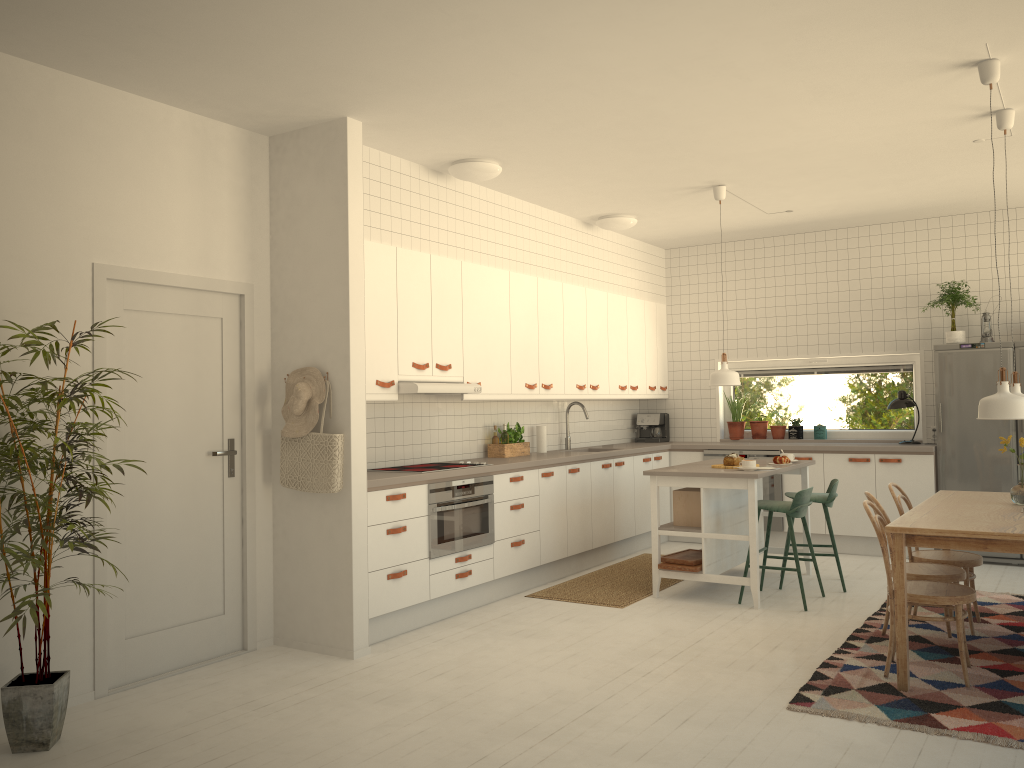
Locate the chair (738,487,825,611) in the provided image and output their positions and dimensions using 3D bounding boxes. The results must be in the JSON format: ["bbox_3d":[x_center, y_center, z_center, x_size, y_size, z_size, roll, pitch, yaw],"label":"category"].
[{"bbox_3d":[1.785,1.060,5.890,0.446,0.752,0.485,-2,-2,32],"label":"chair"}]

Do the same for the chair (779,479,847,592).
[{"bbox_3d":[2.150,1.066,6.390,0.446,0.752,0.485,-2,-2,18],"label":"chair"}]

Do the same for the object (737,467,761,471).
[{"bbox_3d":[1.586,0.568,5.935,0.160,0.020,0.160,-1,-1,-1],"label":"object"}]

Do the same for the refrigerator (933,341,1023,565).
[{"bbox_3d":[4.075,0.554,7.120,1.146,1.778,0.559,-2,-2,33],"label":"refrigerator"}]

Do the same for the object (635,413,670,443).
[{"bbox_3d":[1.389,0.443,8.962,0.316,0.292,0.279,-2,-2,34],"label":"object"}]

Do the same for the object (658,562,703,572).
[{"bbox_3d":[1.218,1.230,6.086,0.280,0.030,0.430,-2,-2,33],"label":"object"}]

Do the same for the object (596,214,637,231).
[{"bbox_3d":[0.887,-1.358,7.519,0.351,0.101,0.351,-1,-1,-15],"label":"object"}]

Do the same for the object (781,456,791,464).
[{"bbox_3d":[1.988,0.551,6.447,0.060,0.059,0.074,-1,-2,2],"label":"object"}]

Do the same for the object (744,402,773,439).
[{"bbox_3d":[2.403,0.353,8.623,0.258,0.370,0.234,-3,-2,45],"label":"object"}]

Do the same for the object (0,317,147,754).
[{"bbox_3d":[-1.996,0.580,2.999,0.778,1.712,2.088,-1,-2,14],"label":"object"}]

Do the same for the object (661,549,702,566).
[{"bbox_3d":[1.245,1.201,6.160,0.280,0.030,0.430,-2,-2,41],"label":"object"}]

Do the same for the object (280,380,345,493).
[{"bbox_3d":[-1.092,0.286,4.837,0.439,0.613,0.093,-2,-2,32],"label":"object"}]

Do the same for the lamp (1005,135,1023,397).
[{"bbox_3d":[2.732,-0.626,4.852,0.229,1.596,0.229,-1,-2,-12],"label":"lamp"}]

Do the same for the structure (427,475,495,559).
[{"bbox_3d":[-0.576,0.838,5.792,0.704,0.447,0.682,-2,-2,33],"label":"structure"}]

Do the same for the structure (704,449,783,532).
[{"bbox_3d":[2.256,0.962,8.295,0.705,0.710,0.704,-2,-2,33],"label":"structure"}]

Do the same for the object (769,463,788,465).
[{"bbox_3d":[1.950,0.581,6.443,0.167,0.005,0.167,-2,-2,29],"label":"object"}]

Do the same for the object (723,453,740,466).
[{"bbox_3d":[1.527,0.524,6.173,0.086,0.087,0.090,-2,-2,40],"label":"object"}]

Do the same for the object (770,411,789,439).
[{"bbox_3d":[2.561,0.396,8.492,0.194,0.277,0.176,-1,-2,0],"label":"object"}]

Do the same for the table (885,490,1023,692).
[{"bbox_3d":[2.531,1.006,4.452,0.894,0.749,1.797,-2,-2,33],"label":"table"}]

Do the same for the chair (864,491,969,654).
[{"bbox_3d":[2.151,0.980,4.729,0.483,0.811,0.385,-2,-2,15],"label":"chair"}]

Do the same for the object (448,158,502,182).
[{"bbox_3d":[-0.240,-1.380,5.778,0.351,0.101,0.351,-1,-1,-15],"label":"object"}]

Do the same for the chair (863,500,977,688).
[{"bbox_3d":[1.956,0.972,4.256,0.483,0.811,0.385,-2,-2,30],"label":"chair"}]

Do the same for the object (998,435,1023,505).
[{"bbox_3d":[2.681,0.439,4.655,0.145,0.389,0.206,-1,-2,-5],"label":"object"}]

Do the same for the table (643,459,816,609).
[{"bbox_3d":[1.621,1.022,6.421,0.794,0.864,1.424,-2,-2,33],"label":"table"}]

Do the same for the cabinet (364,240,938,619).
[{"bbox_3d":[1.207,0.213,6.418,2.852,2.160,4.844,-2,-2,33],"label":"cabinet"}]

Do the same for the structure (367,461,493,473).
[{"bbox_3d":[-0.543,0.553,5.767,0.504,0.057,0.763,-2,-2,33],"label":"structure"}]

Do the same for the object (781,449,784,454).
[{"bbox_3d":[2.037,0.534,6.619,0.028,0.086,0.102,-1,-2,-16],"label":"object"}]

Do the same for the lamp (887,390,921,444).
[{"bbox_3d":[3.388,0.288,7.688,0.262,0.465,0.239,0,-2,-28],"label":"lamp"}]

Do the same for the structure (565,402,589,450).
[{"bbox_3d":[0.563,0.363,7.726,0.236,0.421,0.063,-2,-2,40],"label":"structure"}]

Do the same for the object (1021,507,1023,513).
[{"bbox_3d":[2.569,0.560,4.374,0.095,0.138,0.155,-2,-2,33],"label":"object"}]

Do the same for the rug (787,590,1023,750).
[{"bbox_3d":[2.710,1.376,4.594,1.748,0.035,3.025,-2,-2,33],"label":"rug"}]

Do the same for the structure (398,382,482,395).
[{"bbox_3d":[-0.585,0.029,5.818,0.482,0.073,0.681,-2,-2,33],"label":"structure"}]

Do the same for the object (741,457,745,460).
[{"bbox_3d":[1.598,0.540,6.255,0.083,0.055,0.073,-2,-2,40],"label":"object"}]

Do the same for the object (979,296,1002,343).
[{"bbox_3d":[3.861,-0.522,7.176,0.154,0.383,0.163,0,-2,-34],"label":"object"}]

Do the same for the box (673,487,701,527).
[{"bbox_3d":[1.307,0.854,6.198,0.237,0.242,0.357,-2,-2,34],"label":"box"}]

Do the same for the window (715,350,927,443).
[{"bbox_3d":[2.890,0.140,8.379,1.898,0.816,0.293,-2,-2,33],"label":"window"}]

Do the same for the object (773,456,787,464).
[{"bbox_3d":[1.934,0.552,6.443,0.070,0.060,0.131,0,-2,-19],"label":"object"}]

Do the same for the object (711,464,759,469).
[{"bbox_3d":[1.568,0.576,6.226,0.306,0.019,0.237,0,-2,-41],"label":"object"}]

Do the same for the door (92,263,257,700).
[{"bbox_3d":[-1.742,0.453,4.571,0.166,2.033,0.955,-2,-2,33],"label":"door"}]

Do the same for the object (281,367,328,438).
[{"bbox_3d":[-1.155,0.099,4.838,0.335,0.385,0.136,-2,-2,33],"label":"object"}]

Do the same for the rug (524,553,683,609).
[{"bbox_3d":[0.943,1.473,6.783,0.750,0.004,2.000,-2,-2,33],"label":"rug"}]

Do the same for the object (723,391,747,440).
[{"bbox_3d":[2.219,0.297,8.725,0.300,0.499,0.333,-2,-2,16],"label":"object"}]

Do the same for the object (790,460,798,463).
[{"bbox_3d":[2.045,0.576,6.595,0.160,0.020,0.160,-2,-2,29],"label":"object"}]

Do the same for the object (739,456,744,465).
[{"bbox_3d":[1.589,0.538,6.228,0.083,0.057,0.072,-2,-2,39],"label":"object"}]

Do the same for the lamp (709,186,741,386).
[{"bbox_3d":[1.530,-0.731,6.452,0.229,1.491,0.229,-2,-2,33],"label":"lamp"}]

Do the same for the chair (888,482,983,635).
[{"bbox_3d":[2.456,0.985,5.139,0.483,0.811,0.385,-2,-2,35],"label":"chair"}]

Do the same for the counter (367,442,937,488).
[{"bbox_3d":[1.215,0.610,6.404,2.856,0.163,4.844,-2,-2,33],"label":"counter"}]

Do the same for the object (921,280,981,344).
[{"bbox_3d":[3.647,-0.596,7.309,0.468,0.545,0.474,1,-2,-43],"label":"object"}]

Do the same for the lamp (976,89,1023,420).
[{"bbox_3d":[2.266,-0.635,4.131,0.229,1.596,0.229,0,-2,-22],"label":"lamp"}]

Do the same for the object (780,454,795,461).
[{"bbox_3d":[2.046,0.550,6.598,0.094,0.060,0.098,-2,-2,30],"label":"object"}]

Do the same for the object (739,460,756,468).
[{"bbox_3d":[1.583,0.540,5.935,0.098,0.064,0.094,-1,-2,-9],"label":"object"}]

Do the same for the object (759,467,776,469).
[{"bbox_3d":[1.715,0.576,6.047,0.167,0.005,0.167,-2,-2,29],"label":"object"}]
